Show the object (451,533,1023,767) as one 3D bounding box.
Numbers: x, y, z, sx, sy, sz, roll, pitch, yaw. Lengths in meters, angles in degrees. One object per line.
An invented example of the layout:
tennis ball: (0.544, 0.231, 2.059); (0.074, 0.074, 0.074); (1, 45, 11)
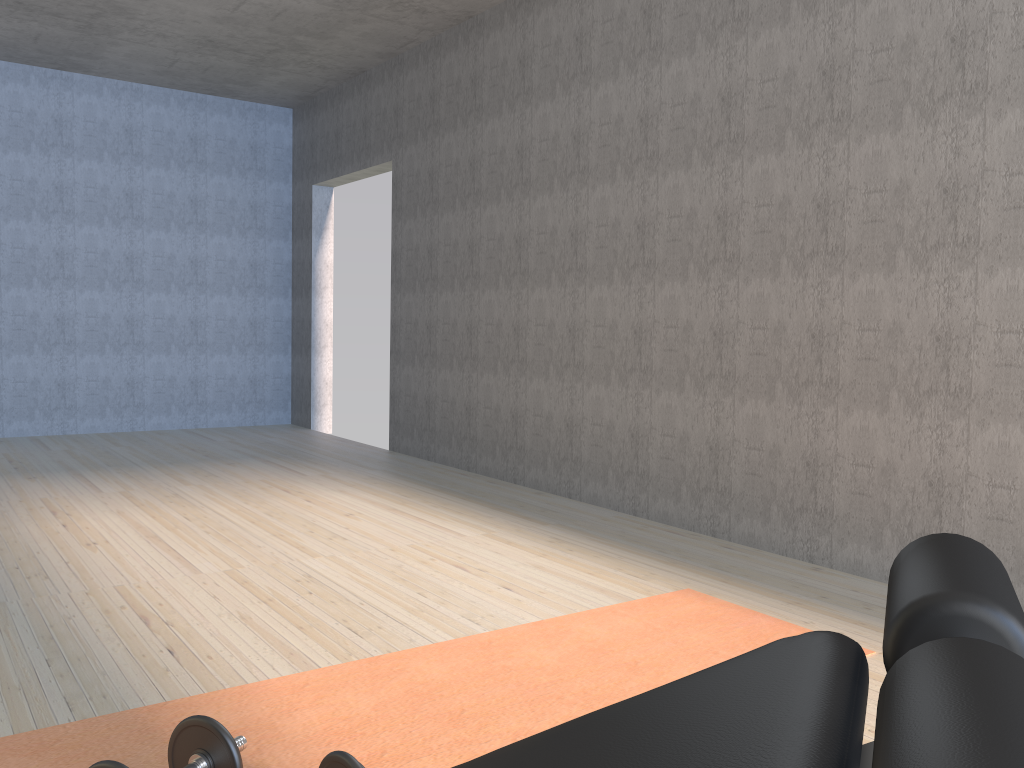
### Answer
object: (-0.158, 0.474, 0.670); (1.312, 0.746, 0.505); (3, 4, 24)

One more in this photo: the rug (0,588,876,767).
rug: (-0.315, 0.763, 1.997); (2.779, 0.002, 0.716); (-1, 4, -35)

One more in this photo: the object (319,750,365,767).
object: (-0.350, 0.714, 1.433); (0.385, 0.176, 0.176); (-2, 5, -43)

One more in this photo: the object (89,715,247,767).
object: (-0.600, 0.693, 1.523); (0.176, 0.176, 0.385); (3, 4, 26)
